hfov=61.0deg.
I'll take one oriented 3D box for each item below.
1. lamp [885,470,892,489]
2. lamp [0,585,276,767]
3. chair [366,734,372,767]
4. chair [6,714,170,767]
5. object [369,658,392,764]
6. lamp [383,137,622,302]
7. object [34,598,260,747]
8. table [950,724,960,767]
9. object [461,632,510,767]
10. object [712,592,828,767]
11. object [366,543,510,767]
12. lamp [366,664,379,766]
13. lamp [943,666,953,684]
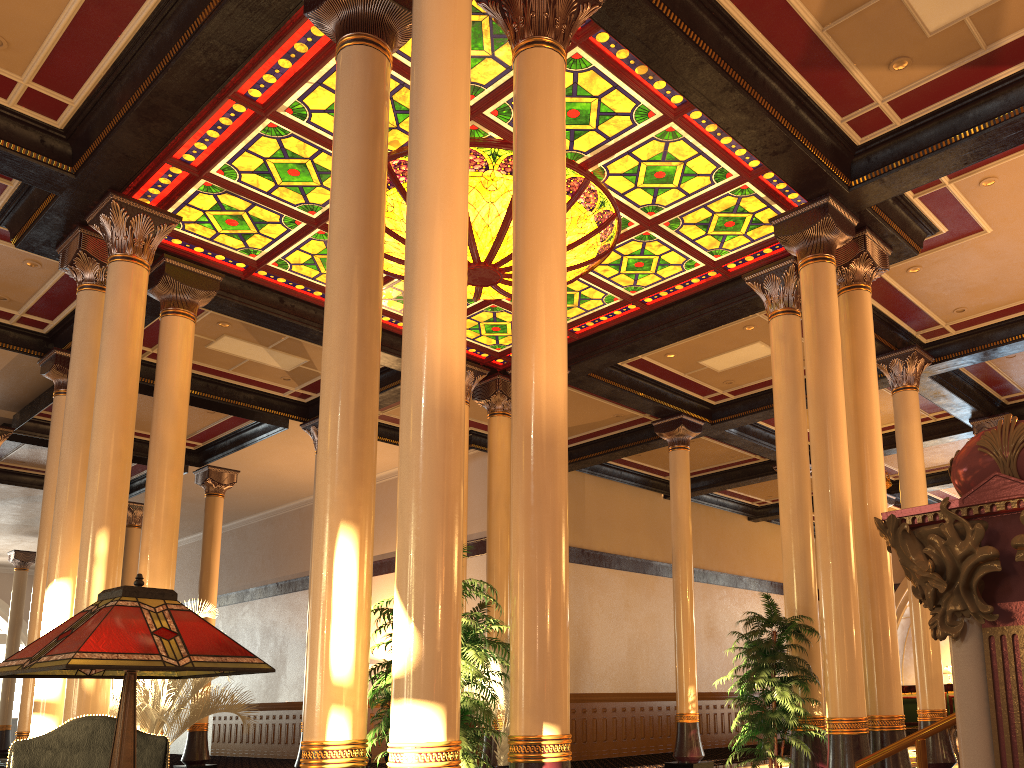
[{"bbox_3d":[6.235,1.505,15.771,1.163,1.843,1.261,-12,-18,37],"label":"lamp"},{"bbox_3d":[-0.612,0.536,1.381,0.312,0.405,0.338,-13,-19,39],"label":"lamp"},{"bbox_3d":[-3.079,6.913,16.676,0.708,0.889,0.645,6,-16,-25],"label":"chair"},{"bbox_3d":[-1.596,1.751,3.137,0.771,1.062,0.740,8,-17,-30],"label":"chair"},{"bbox_3d":[-2.286,6.352,16.901,1.074,2.079,1.078,-1,-13,3],"label":"object"},{"bbox_3d":[-0.323,-1.418,9.262,2.942,0.582,3.178,-19,-26,39],"label":"lamp"},{"bbox_3d":[-3.262,3.201,8.520,2.007,2.182,1.925,-11,-18,31],"label":"object"},{"bbox_3d":[6.832,4.941,11.857,1.088,0.747,1.729,-17,-25,41],"label":"table"},{"bbox_3d":[0.046,4.164,11.341,2.185,2.197,1.795,13,-20,-41],"label":"object"},{"bbox_3d":[2.538,3.119,8.516,1.011,2.079,1.144,-9,-16,32],"label":"object"},{"bbox_3d":[-0.454,2.061,5.495,1.074,2.079,1.078,-1,-13,3],"label":"object"},{"bbox_3d":[-2.997,6.693,17.581,0.577,1.945,0.603,-2,-12,5],"label":"lamp"},{"bbox_3d":[10.676,7.104,21.226,0.423,0.428,0.440,-1,-16,-1],"label":"lamp"}]
